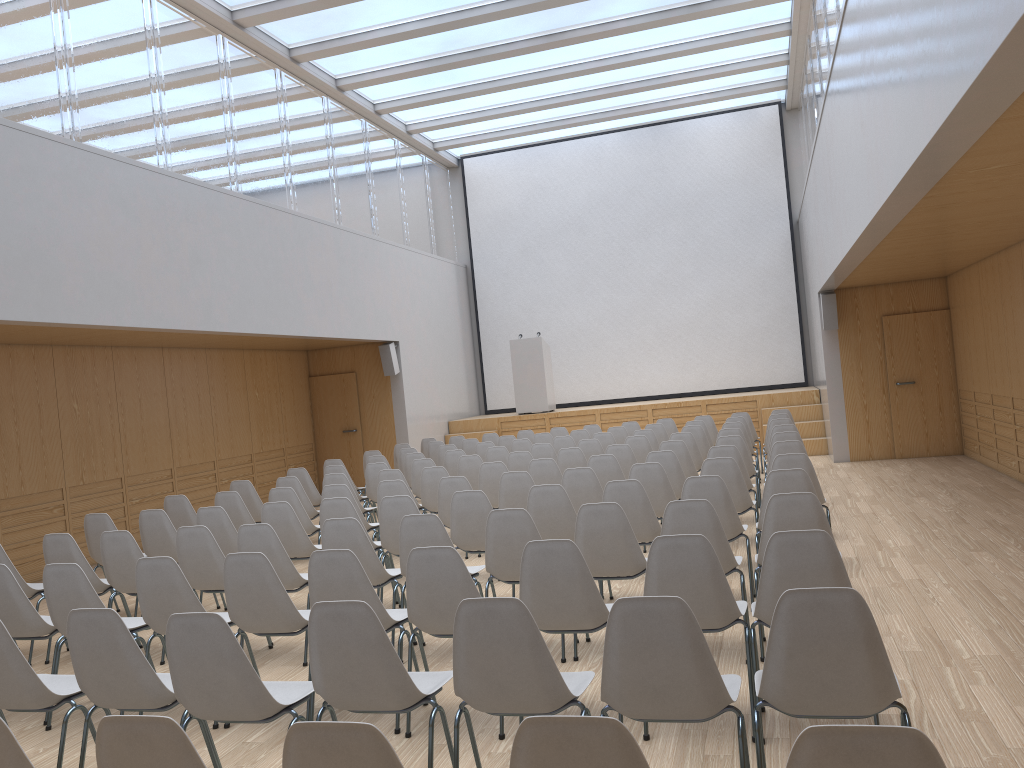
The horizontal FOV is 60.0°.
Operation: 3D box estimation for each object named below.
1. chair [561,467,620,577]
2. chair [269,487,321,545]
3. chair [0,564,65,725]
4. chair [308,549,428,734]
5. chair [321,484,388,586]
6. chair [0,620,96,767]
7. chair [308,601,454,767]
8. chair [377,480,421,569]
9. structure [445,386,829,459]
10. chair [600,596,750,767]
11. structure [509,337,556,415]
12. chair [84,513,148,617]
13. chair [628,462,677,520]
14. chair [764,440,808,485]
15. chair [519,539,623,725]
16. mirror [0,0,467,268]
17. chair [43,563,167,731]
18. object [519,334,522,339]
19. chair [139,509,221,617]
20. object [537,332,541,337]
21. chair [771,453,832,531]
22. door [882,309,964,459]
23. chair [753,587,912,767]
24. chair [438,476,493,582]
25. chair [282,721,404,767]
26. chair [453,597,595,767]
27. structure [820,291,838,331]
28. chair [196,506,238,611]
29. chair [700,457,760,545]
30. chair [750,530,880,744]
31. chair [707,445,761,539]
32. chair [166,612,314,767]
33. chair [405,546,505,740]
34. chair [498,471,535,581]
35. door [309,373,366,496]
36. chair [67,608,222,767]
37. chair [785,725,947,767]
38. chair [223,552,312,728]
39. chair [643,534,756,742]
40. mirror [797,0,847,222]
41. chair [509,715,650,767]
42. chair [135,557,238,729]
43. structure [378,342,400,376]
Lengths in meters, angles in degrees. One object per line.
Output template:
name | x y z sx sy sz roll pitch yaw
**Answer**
chair | 0.621 1.077 7.093 0.479 0.876 0.505 -5 0 16
chair | -1.873 1.319 7.859 0.479 0.876 0.505 -5 0 16
chair | -2.679 1.392 4.980 0.479 0.876 0.505 -5 0 16
chair | -0.733 1.203 4.385 0.479 0.876 0.505 -5 0 16
chair | -1.370 1.270 7.651 0.479 0.876 0.505 -5 0 16
chair | -1.994 1.324 3.711 0.479 0.876 0.505 -5 0 16
chair | -0.484 1.178 3.300 0.479 0.876 0.505 -5 0 16
chair | -0.887 1.223 7.553 0.479 0.876 0.505 -5 0 16
structure | 2.162 0.888 16.107 6.552 1.027 2.728 -6 0 16
chair | 0.529 1.079 2.956 0.479 0.876 0.505 -5 0 16
structure | 0.390 -0.150 16.358 0.605 1.379 0.605 -5 0 16
chair | -3.138 1.440 7.167 0.479 0.876 0.505 -5 0 16
chair | 1.128 1.028 6.966 0.479 0.876 0.505 -5 0 16
chair | 2.414 0.905 7.662 0.479 0.876 0.505 -5 0 16
chair | 0.273 1.106 4.092 0.479 0.876 0.505 -5 0 16
mirror | -3.627 -3.202 9.796 0.253 2.090 17.825 -5 0 16
chair | -2.192 1.345 4.767 0.479 0.876 0.505 -5 0 16
object | 0.160 -0.773 16.338 0.166 0.305 0.252 -6 0 -12
chair | -2.654 1.393 7.045 0.479 0.876 0.505 -5 0 16
object | 0.493 -0.806 16.242 0.166 0.305 0.252 -6 0 -12
chair | 2.121 0.931 6.635 0.479 0.876 0.505 -5 0 16
door | 5.739 0.015 12.382 0.873 2.024 0.108 -5 0 16
chair | 1.020 1.032 2.862 0.479 0.876 0.505 -5 0 16
chair | -0.365 1.172 7.359 0.479 0.876 0.505 -5 0 16
chair | -0.276 1.156 2.149 0.479 0.876 0.505 -5 0 16
chair | 0.039 1.127 3.138 0.479 0.876 0.505 -5 0 16
structure | 4.500 -1.036 12.583 0.196 0.542 0.368 -5 0 16
chair | -2.134 1.342 6.833 0.479 0.876 0.505 -5 0 16
chair | 1.648 0.977 6.834 0.479 0.876 0.505 -5 0 16
chair | 1.252 1.011 3.765 0.479 0.876 0.505 -5 0 16
chair | 1.903 0.954 7.782 0.479 0.876 0.505 -5 0 16
chair | -0.998 1.227 3.336 0.479 0.876 0.505 -5 0 16
chair | -0.245 1.156 4.201 0.479 0.876 0.505 -5 0 16
chair | 0.133 1.124 7.285 0.479 0.876 0.505 -5 0 16
door | -2.949 0.857 14.911 0.873 2.024 0.108 -5 0 16
chair | -1.471 1.273 3.578 0.479 0.876 0.505 -5 0 16
chair | 0.753 1.056 1.870 0.479 0.876 0.505 -5 0 16
chair | -1.188 1.247 4.546 0.479 0.876 0.505 -5 0 16
chair | 0.805 1.054 3.917 0.479 0.876 0.505 -5 0 16
mirror | 2.866 -3.832 7.905 0.253 2.090 17.825 -5 0 16
chair | 0.230 1.107 2.051 0.479 0.876 0.505 -5 0 16
chair | -1.677 1.295 4.679 0.479 0.876 0.505 -5 0 16
structure | -1.995 -0.406 14.473 0.196 0.542 0.368 -5 0 16
